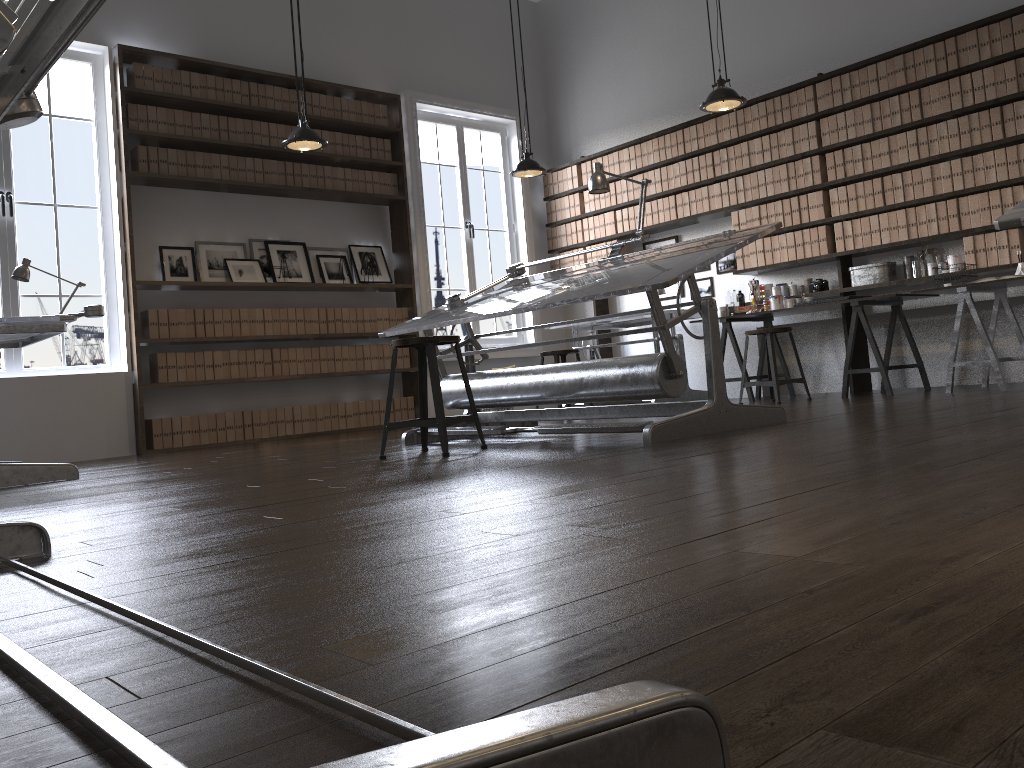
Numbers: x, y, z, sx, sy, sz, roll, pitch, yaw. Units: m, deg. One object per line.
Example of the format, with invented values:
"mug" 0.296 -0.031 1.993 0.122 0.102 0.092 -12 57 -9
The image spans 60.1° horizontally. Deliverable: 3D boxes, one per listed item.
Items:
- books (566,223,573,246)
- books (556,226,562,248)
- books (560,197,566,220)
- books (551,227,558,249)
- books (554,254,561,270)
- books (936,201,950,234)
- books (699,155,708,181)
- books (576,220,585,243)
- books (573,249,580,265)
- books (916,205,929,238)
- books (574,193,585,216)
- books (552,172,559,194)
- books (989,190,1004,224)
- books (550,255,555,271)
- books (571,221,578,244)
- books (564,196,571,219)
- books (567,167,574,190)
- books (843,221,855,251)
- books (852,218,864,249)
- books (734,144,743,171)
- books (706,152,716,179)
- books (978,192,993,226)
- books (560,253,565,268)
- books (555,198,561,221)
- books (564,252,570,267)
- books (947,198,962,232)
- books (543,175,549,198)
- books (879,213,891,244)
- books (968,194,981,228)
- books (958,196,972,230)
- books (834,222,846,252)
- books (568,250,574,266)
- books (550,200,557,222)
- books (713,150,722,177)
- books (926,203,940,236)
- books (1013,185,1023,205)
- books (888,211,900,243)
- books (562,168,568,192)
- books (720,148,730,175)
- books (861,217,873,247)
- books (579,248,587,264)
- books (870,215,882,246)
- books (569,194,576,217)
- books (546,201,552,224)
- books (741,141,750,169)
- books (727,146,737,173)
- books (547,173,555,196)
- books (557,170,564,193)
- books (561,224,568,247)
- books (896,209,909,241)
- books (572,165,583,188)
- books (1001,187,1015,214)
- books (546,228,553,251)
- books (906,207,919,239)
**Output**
"books" 0.637 -1.504 8.934 0.175 0.226 0.066 -3 -3 -41
"books" 0.544 -1.496 9.040 0.174 0.226 0.066 -3 -3 -41
"books" 0.576 -1.774 8.989 0.175 0.226 0.066 -3 -3 -41
"books" 0.497 -1.492 9.093 0.175 0.226 0.066 -3 -3 -41
"books" 0.525 -1.216 9.066 0.175 0.226 0.066 -3 -3 -41
"books" 3.044 -1.156 6.183 0.175 0.226 0.066 -3 -3 -41
"books" 1.713 -1.864 7.682 0.175 0.226 0.066 -3 -3 -41
"books" 0.734 -1.512 8.822 0.175 0.226 0.066 -3 -3 -41
"books" 0.704 -1.231 8.858 0.175 0.226 0.066 -3 -3 -41
"books" 2.951 -1.148 6.289 0.174 0.226 0.066 -3 -3 -41
"books" 0.711 -1.785 8.835 0.174 0.226 0.066 -3 -3 -41
"books" 0.506 -2.046 9.055 0.174 0.226 0.066 -3 -3 -41
"books" 3.268 -1.175 5.915 0.175 0.226 0.066 -3 -3 -41
"books" 0.480 -1.212 9.126 0.175 0.226 0.066 -3 -3 -41
"books" 0.681 -1.507 8.874 0.175 0.226 0.066 -3 -3 -41
"books" 0.616 -1.777 8.936 0.175 0.226 0.066 -3 -3 -41
"books" 0.642 -2.058 8.896 0.175 0.226 0.066 -3 -3 -41
"books" 2.590 -1.118 6.701 0.174 0.226 0.066 -3 -3 -41
"books" 2.638 -1.122 6.651 0.174 0.226 0.066 -3 -3 -41
"books" 1.948 -1.884 7.410 0.175 0.226 0.066 -3 -3 -41
"books" 1.757 -1.867 7.623 0.175 0.226 0.066 -3 -3 -41
"books" 3.220 -1.171 5.969 0.175 0.226 0.066 -3 -3 -41
"books" 0.578 -1.220 9.014 0.175 0.226 0.066 -3 -3 -41
"books" 0.534 -1.770 9.035 0.175 0.226 0.066 -3 -3 -41
"books" 0.619 -1.224 8.963 0.175 0.226 0.066 -3 -3 -41
"books" 3.089 -1.160 6.122 0.175 0.226 0.066 -3 -3 -41
"books" 0.409 -2.038 9.162 0.175 0.226 0.066 -3 -3 -41
"books" 2.774 -1.133 6.489 0.175 0.226 0.066 -3 -3 -41
"books" 3.182 -1.168 6.020 0.175 0.226 0.066 -3 -3 -41
"books" 3.141 -1.164 6.070 0.175 0.226 0.066 -3 -3 -41
"books" 2.540 -1.114 6.753 0.175 0.226 0.066 -3 -3 -41
"books" 0.656 -1.227 8.912 0.175 0.226 0.066 -3 -3 -41
"books" 0.485 -1.766 9.088 0.175 0.226 0.066 -3 -3 -41
"books" 1.810 -1.872 7.570 0.175 0.226 0.066 -3 -3 -41
"books" 2.994 -1.152 6.233 0.174 0.226 0.066 -3 -3 -41
"books" 3.366 -1.183 5.813 0.174 0.226 0.066 -3 -3 -41
"books" 2.816 -1.137 6.442 0.175 0.226 0.066 -3 -3 -41
"books" 0.599 -2.054 8.952 0.175 0.226 0.066 -3 -3 -41
"books" 1.853 -1.875 7.513 0.174 0.226 0.066 -3 -3 -41
"books" 2.683 -1.126 6.597 0.175 0.226 0.066 -3 -3 -41
"books" 0.754 -1.235 8.806 0.174 0.226 0.066 -3 -3 -41
"books" 2.725 -1.129 6.542 0.175 0.226 0.066 -3 -3 -41
"books" 0.665 -1.781 8.889 0.175 0.226 0.066 -3 -3 -41
"books" 0.443 -1.762 9.144 0.175 0.226 0.066 -3 -3 -41
"books" 1.988 -1.887 7.355 0.175 0.226 0.066 -3 -3 -41
"books" 1.902 -1.880 7.463 0.174 0.226 0.066 -3 -3 -41
"books" 0.457 -2.042 9.107 0.175 0.226 0.066 -3 -3 -41
"books" 0.555 -2.050 9.005 0.174 0.226 0.066 -3 -3 -41
"books" 0.587 -1.499 8.984 0.174 0.226 0.066 -3 -3 -41
"books" 2.856 -1.140 6.389 0.175 0.226 0.066 -3 -3 -41
"books" 0.691 -2.062 8.843 0.175 0.226 0.066 -3 -3 -41
"books" 3.317 -1.179 5.862 0.174 0.226 0.066 -3 -3 -41
"books" 0.449 -1.488 9.140 0.175 0.226 0.066 -3 -3 -41
"books" 2.905 -1.144 6.342 0.175 0.226 0.066 -3 -3 -41
